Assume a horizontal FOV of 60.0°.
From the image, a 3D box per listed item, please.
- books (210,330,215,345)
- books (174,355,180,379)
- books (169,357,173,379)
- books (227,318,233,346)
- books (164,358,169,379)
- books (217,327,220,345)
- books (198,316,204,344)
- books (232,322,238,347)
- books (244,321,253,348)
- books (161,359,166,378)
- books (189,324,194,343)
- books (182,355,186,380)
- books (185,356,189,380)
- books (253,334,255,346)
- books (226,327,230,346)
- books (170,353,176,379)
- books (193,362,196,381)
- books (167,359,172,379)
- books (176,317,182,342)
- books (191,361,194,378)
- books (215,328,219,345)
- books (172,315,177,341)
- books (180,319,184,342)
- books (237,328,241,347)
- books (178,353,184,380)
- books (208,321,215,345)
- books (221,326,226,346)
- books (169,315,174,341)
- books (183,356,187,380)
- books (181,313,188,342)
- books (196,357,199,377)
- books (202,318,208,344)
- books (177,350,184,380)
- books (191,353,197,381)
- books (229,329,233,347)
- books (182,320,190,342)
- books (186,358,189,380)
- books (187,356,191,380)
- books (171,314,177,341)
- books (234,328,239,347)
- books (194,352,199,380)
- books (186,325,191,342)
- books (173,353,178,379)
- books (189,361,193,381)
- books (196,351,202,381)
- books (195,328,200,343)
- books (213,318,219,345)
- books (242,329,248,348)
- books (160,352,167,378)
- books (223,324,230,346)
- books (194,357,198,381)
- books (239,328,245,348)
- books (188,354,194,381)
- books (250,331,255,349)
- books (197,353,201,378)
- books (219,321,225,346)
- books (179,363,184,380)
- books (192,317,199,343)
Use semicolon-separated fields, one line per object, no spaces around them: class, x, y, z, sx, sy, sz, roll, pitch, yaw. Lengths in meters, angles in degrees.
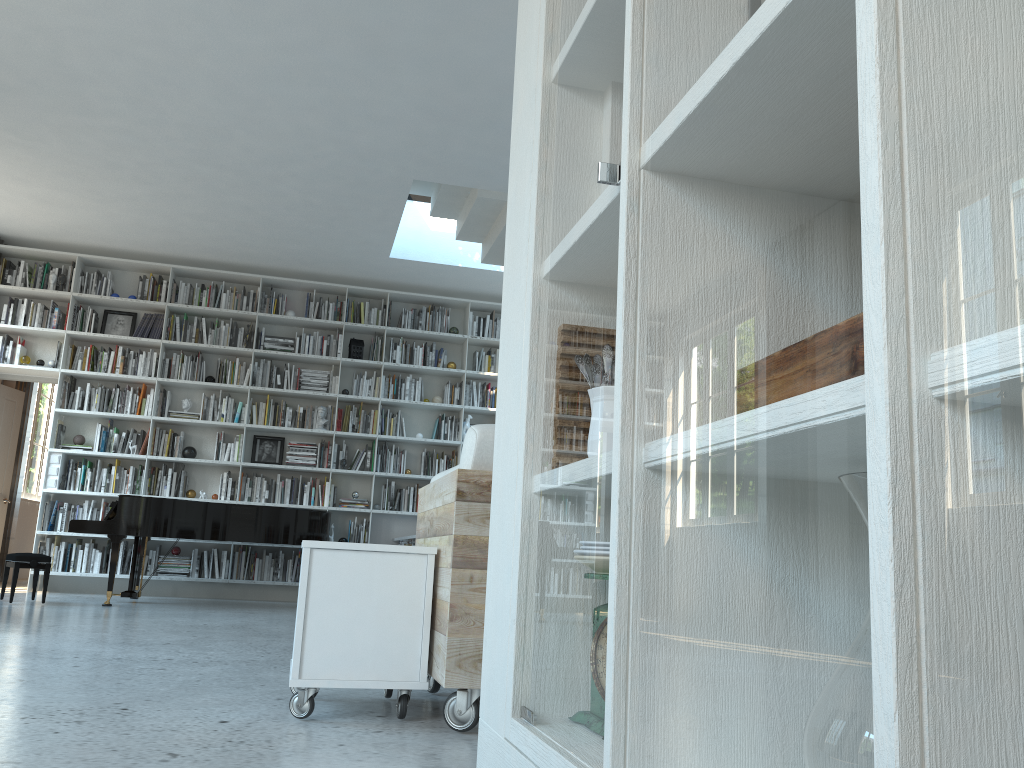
books;-2.938;-0.427;8.720;0.028;0.179;0.168;5;-11;-13
books;-3.236;-0.137;8.592;0.024;0.261;0.178;5;-11;-13
books;-3.292;-0.129;8.587;0.012;0.239;0.134;5;-11;-13
books;-2.784;-0.479;8.759;0.011;0.313;0.184;5;-11;-13
books;-3.339;-0.123;8.589;0.029;0.224;0.136;5;-11;-13
books;-2.884;-0.436;8.733;0.010;0.208;0.174;5;-11;-13
books;-3.058;-0.502;8.722;0.013;0.314;0.135;5;-11;-13
books;-2.751;-0.460;8.788;0.022;0.290;0.147;5;-11;-13
books;-2.620;-0.457;8.797;0.058;0.302;0.175;5;-11;-13
books;-3.355;-0.122;8.559;0.015;0.207;0.186;5;-11;-13
books;-3.132;-0.465;8.678;0.029;0.218;0.158;5;-11;-13
books;-3.169;-0.134;8.591;0.009;0.262;0.190;5;-11;-13
books;-3.154;-0.126;8.620;0.010;0.261;0.169;5;-11;-13
books;-2.565;-0.392;8.832;0.019;0.193;0.098;5;-11;-13
books;-2.800;-0.438;8.758;0.013;0.230;0.142;5;-11;-13
books;-3.271;-0.148;8.588;0.026;0.279;0.151;5;-11;-13
books;-3.086;-0.095;8.644;0.012;0.217;0.133;5;-11;-13
books;-3.313;-0.118;8.593;0.024;0.219;0.140;5;-11;-13
books;-3.253;-0.503;8.664;0.067;0.274;0.168;5;-11;-13
books;-3.106;-0.103;8.635;0.011;0.226;0.130;5;-11;-13
books;-2.907;-0.435;8.755;0.024;0.212;0.128;5;-11;-13
books;-3.289;-0.514;8.651;0.010;0.286;0.148;5;-11;-13
books;-3.214;-0.493;8.664;0.011;0.259;0.157;5;-11;-13
books;-2.699;-0.425;8.777;0.022;0.222;0.161;5;-11;-13
books;-3.207;-0.146;8.591;0.010;0.283;0.184;5;-11;-13
books;-2.964;-0.470;8.728;0.027;0.264;0.169;5;-11;-13
books;-2.841;-0.443;8.734;0.021;0.225;0.192;5;-11;-13
books;-3.314;-0.514;8.647;0.013;0.283;0.159;5;-11;-13
books;-3.160;-0.127;8.593;0.012;0.251;0.184;5;-11;-13
books;-3.200;-0.521;8.663;0.012;0.314;0.172;5;-11;-13
books;-3.061;-0.143;8.652;0.005;0.315;0.157;5;-11;-13
books;-3.010;-0.488;8.704;0.075;0.285;0.178;5;-11;-13
books;-3.221;-0.159;8.613;0.011;0.316;0.155;5;-11;-13
books;-3.089;-0.137;8.624;0.011;0.291;0.177;5;-11;-13
books;-2.774;-0.425;8.773;0.024;0.213;0.150;5;-11;-13
books;-3.182;-0.483;8.663;0.031;0.241;0.181;5;-11;-13
books;-3.144;-0.123;8.621;0.011;0.255;0.152;5;-11;-13
books;-3.131;-0.127;8.608;0.009;0.260;0.180;5;-11;-13
books;-3.305;-0.521;8.672;0.014;0.308;0.130;5;-11;-13
books;-2.723;-0.426;8.767;0.030;0.217;0.183;5;-11;-13
books;-3.073;-0.147;8.644;0.004;0.320;0.153;5;-11;-13
books;-3.159;-0.458;8.678;0.024;0.201;0.153;5;-11;-13
books;-3.252;-0.145;8.588;0.012;0.275;0.157;5;-11;-13
books;-3.112;-0.100;8.607;0.011;0.208;0.181;5;-11;-13
books;-3.055;-0.150;8.652;0.005;0.330;0.162;5;-11;-13
books;-3.082;-0.440;8.696;0.034;0.180;0.160;5;-11;-13
books;-2.916;-0.488;8.736;0.012;0.307;0.145;5;-11;-13
books;-2.636;-0.440;8.791;0.055;0.263;0.167;5;-11;-13
books;-3.370;-0.158;8.580;0.012;0.284;0.160;5;-11;-13
books;-2.820;-0.454;8.760;0.028;0.260;0.136;5;-11;-13
books;-3.066;-0.119;8.633;0.010;0.261;0.158;5;-11;-13
books;-2.679;-0.427;8.798;0.025;0.236;0.153;5;-11;-13
books;-3.122;-0.134;8.618;0.011;0.278;0.169;5;-11;-13
books;-2.586;-0.404;8.822;0.028;0.211;0.135;5;-11;-13
books;-3.050;-0.137;8.649;0.005;0.305;0.162;5;-11;-13
books;-2.868;-0.470;8.757;0.026;0.286;0.138;5;-11;-13
books;-3.194;-0.094;8.603;0.029;0.186;0.149;5;-11;-13
books;-3.105;-0.499;8.691;0.023;0.293;0.156;5;-11;-13
